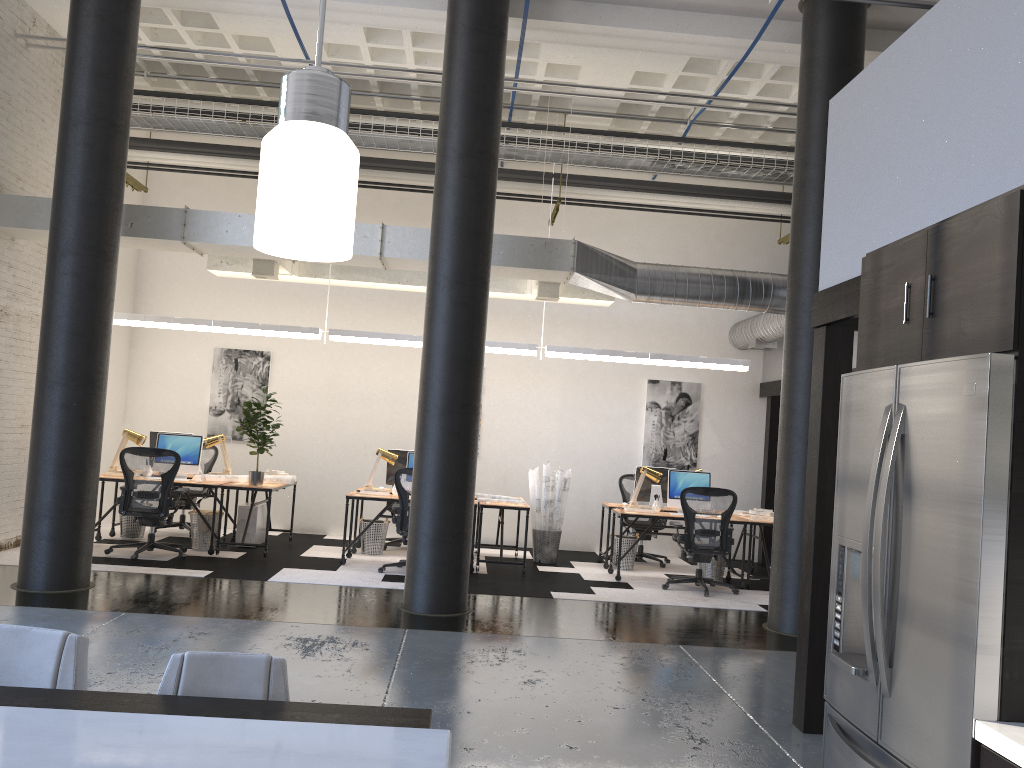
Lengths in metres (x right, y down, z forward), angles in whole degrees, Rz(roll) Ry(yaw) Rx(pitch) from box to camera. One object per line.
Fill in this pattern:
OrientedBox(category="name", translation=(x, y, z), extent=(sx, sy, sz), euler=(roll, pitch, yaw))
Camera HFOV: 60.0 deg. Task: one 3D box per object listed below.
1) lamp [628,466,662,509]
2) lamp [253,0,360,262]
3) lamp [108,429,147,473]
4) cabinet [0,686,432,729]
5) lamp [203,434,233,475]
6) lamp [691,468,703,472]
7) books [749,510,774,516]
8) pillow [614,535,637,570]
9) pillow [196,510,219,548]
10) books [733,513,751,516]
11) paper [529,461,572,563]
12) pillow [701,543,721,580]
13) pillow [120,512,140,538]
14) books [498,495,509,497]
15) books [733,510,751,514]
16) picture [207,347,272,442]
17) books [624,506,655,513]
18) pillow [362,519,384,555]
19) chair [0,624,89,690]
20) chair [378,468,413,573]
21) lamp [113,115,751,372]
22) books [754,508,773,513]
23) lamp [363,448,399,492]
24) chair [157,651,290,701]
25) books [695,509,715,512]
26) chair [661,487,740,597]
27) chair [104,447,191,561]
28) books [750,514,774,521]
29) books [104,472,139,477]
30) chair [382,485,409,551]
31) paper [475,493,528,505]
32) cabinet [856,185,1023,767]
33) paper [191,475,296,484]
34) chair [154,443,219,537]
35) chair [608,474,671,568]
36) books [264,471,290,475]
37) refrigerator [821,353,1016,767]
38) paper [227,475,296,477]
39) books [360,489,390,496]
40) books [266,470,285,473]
OrientedBox(category="lamp", translation=(1.473, 1.139, 9.772), extent=(0.344, 0.469, 0.126), euler=(4, -2, -3))
OrientedBox(category="lamp", translation=(-0.196, -0.498, 0.009), extent=(0.124, 0.623, 1.953), euler=(4, -3, 0))
OrientedBox(category="lamp", translation=(-4.080, 0.710, 9.426), extent=(0.344, 0.469, 0.126), euler=(4, -2, -3))
OrientedBox(category="cabinet", translation=(-1.512, 1.040, 1.194), extent=(2.691, 0.910, 1.371), euler=(4, -3, -3))
OrientedBox(category="lamp", translation=(-3.372, 0.801, 10.167), extent=(0.344, 0.469, 0.126), euler=(4, -2, -3))
OrientedBox(category="lamp", translation=(2.181, 1.230, 10.511), extent=(0.344, 0.469, 0.128), euler=(4, -2, -3))
OrientedBox(category="books", translation=(2.807, 1.439, 9.899), extent=(0.257, 0.044, 0.193), euler=(1, -4, 44))
OrientedBox(category="pillow", translation=(1.303, 1.948, 10.232), extent=(0.239, 0.406, 0.120), euler=(4, -2, -2))
OrientedBox(category="pillow", translation=(-3.312, 1.571, 9.644), extent=(0.239, 0.406, 0.120), euler=(4, -2, -2))
OrientedBox(category="books", translation=(2.726, 1.518, 10.276), extent=(0.243, 0.019, 0.205), euler=(6, -4, -25))
OrientedBox(category="paper", translation=(0.408, 1.499, 10.437), extent=(0.441, 1.197, 0.412), euler=(5, -3, -25))
OrientedBox(category="pillow", translation=(2.241, 2.000, 9.989), extent=(0.239, 0.406, 0.120), euler=(4, -2, -2))
OrientedBox(category="pillow", translation=(-4.251, 1.519, 9.887), extent=(0.239, 0.406, 0.120), euler=(4, -2, -2))
OrientedBox(category="books", translation=(-0.159, 1.329, 10.494), extent=(0.205, 0.019, 0.243), euler=(2, -4, 34))
OrientedBox(category="books", translation=(2.750, 1.536, 10.623), extent=(0.200, 0.024, 0.235), euler=(6, -4, -29))
OrientedBox(category="picture", translation=(-3.540, 0.143, 11.515), extent=(0.731, 1.182, 0.049), euler=(4, -2, -3))
OrientedBox(category="books", translation=(1.404, 1.387, 9.788), extent=(0.309, 0.038, 0.226), euler=(4, -3, -3))
OrientedBox(category="pillow", translation=(-1.581, 1.736, 10.043), extent=(0.239, 0.406, 0.120), euler=(4, -2, -2))
OrientedBox(category="chair", translation=(-1.221, 1.066, 1.941), extent=(0.579, 0.983, 0.502), euler=(4, -3, 9))
OrientedBox(category="chair", translation=(-0.948, 1.386, 9.034), extent=(0.770, 1.085, 0.792), euler=(5, -3, -19))
OrientedBox(category="lamp", translation=(-0.802, -1.791, 10.188), extent=(7.302, 2.862, 0.226), euler=(4, -2, -3))
OrientedBox(category="books", translation=(2.801, 1.407, 9.888), extent=(0.185, 0.030, 0.153), euler=(3, -3, 25))
OrientedBox(category="lamp", translation=(-1.411, 0.927, 9.584), extent=(0.344, 0.469, 0.128), euler=(4, -2, -3))
OrientedBox(category="chair", translation=(-0.665, 1.099, 1.834), extent=(0.579, 0.983, 0.501), euler=(4, -2, -6))
OrientedBox(category="books", translation=(2.216, 1.482, 10.477), extent=(0.309, 0.038, 0.226), euler=(4, -3, -3))
OrientedBox(category="chair", translation=(1.936, 1.598, 9.223), extent=(0.770, 1.085, 0.792), euler=(5, -3, -19))
OrientedBox(category="chair", translation=(-3.618, 1.169, 8.877), extent=(0.770, 1.085, 0.792), euler=(5, -3, -19))
OrientedBox(category="books", translation=(2.806, 1.485, 9.871), extent=(0.271, 0.050, 0.200), euler=(3, -3, 25))
OrientedBox(category="books", translation=(-4.150, 0.958, 9.442), extent=(0.309, 0.038, 0.226), euler=(4, -3, -3))
OrientedBox(category="chair", translation=(-1.228, 1.467, 10.837), extent=(0.770, 1.085, 0.792), euler=(5, -3, -19))
OrientedBox(category="paper", translation=(-0.130, 1.281, 9.876), extent=(0.568, 0.061, 0.626), euler=(4, -3, -5))
OrientedBox(category="cabinet", translation=(-0.247, 0.401, 0.784), extent=(4.231, 2.313, 4.278), euler=(4, -3, -3))
OrientedBox(category="paper", translation=(-2.921, 1.035, 9.679), extent=(1.135, 0.082, 0.083), euler=(6, -3, -28))
OrientedBox(category="chair", translation=(-3.898, 1.250, 10.680), extent=(0.770, 1.085, 0.792), euler=(5, -3, -19))
OrientedBox(category="chair", translation=(1.655, 1.679, 11.025), extent=(0.770, 1.085, 0.792), euler=(5, -3, -19))
OrientedBox(category="books", translation=(-2.765, 1.055, 10.373), extent=(0.257, 0.044, 0.193), euler=(3, -3, 15))
OrientedBox(category="refrigerator", translation=(1.412, 0.853, 2.556), extent=(0.821, 1.771, 0.853), euler=(4, -2, -3))
OrientedBox(category="paper", translation=(-2.929, 1.044, 9.846), extent=(1.135, 0.082, 0.083), euler=(6, -4, -38))
OrientedBox(category="books", translation=(-1.480, 1.175, 9.599), extent=(0.309, 0.038, 0.226), euler=(4, -3, -3))
OrientedBox(category="books", translation=(-2.763, 1.023, 10.359), extent=(0.185, 0.030, 0.153), euler=(4, -3, -5))
